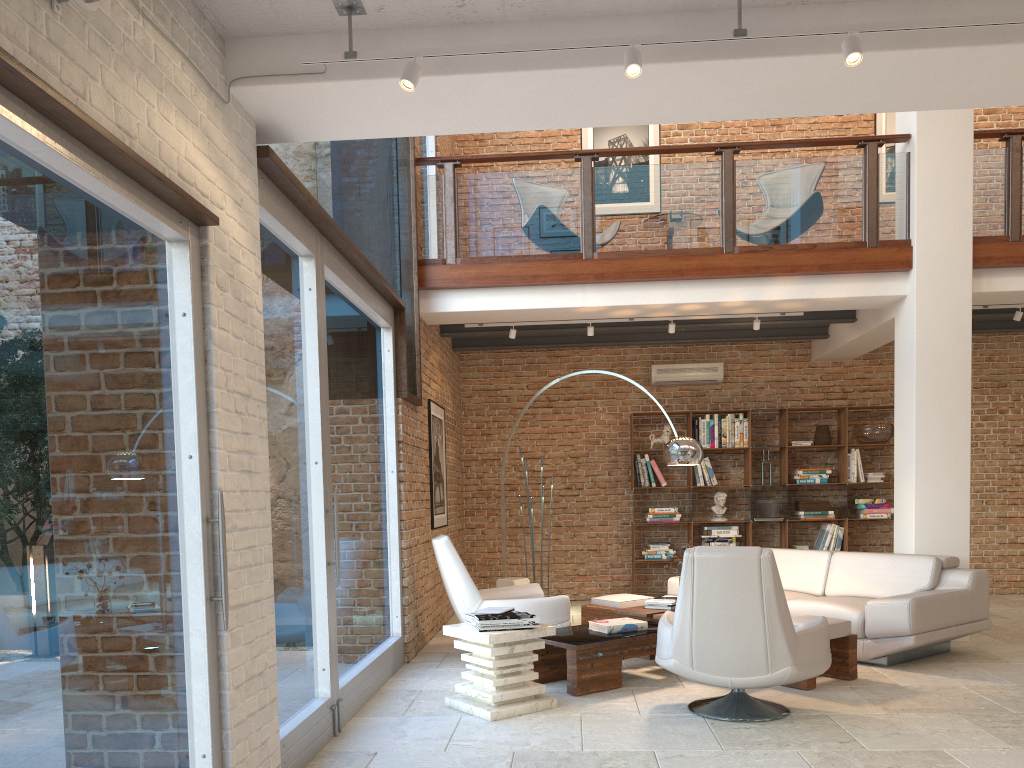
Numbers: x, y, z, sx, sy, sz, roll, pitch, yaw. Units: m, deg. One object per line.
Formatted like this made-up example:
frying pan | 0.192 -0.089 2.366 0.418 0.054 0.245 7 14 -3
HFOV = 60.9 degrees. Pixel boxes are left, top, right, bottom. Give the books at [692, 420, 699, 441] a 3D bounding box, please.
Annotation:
books | 2.104 0.585 10.011 0.055 0.329 0.254 -1 -1 4

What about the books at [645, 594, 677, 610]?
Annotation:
books | 1.228 1.713 6.860 0.251 0.074 0.401 -6 -8 36

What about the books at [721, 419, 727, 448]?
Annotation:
books | 2.404 0.572 9.966 0.055 0.329 0.254 -1 -1 4

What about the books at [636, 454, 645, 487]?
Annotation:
books | 1.478 1.004 10.076 0.091 0.384 0.243 -1 0 4

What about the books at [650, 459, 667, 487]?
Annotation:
books | 1.679 1.032 10.076 0.195 0.318 0.254 -1 -1 4

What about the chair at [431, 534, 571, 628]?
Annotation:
chair | -0.123 1.671 6.861 0.982 0.997 1.030 -1 -2 -12

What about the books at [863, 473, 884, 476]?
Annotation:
books | 4.097 1.026 9.886 0.132 0.033 0.207 -1 -7 -6

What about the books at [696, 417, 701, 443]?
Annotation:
books | 2.142 0.569 10.007 0.021 0.359 0.272 -1 0 4

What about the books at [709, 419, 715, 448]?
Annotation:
books | 2.275 0.579 10.000 0.055 0.329 0.254 -1 -1 4

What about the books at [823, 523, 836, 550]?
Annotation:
books | 3.586 1.778 9.968 0.161 0.373 0.243 -1 0 4

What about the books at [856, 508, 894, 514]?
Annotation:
books | 4.128 1.445 9.922 0.326 0.055 0.256 -1 -7 -1

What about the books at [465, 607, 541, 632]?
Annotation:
books | -0.078 1.437 5.358 0.389 0.079 0.572 0 -7 -12

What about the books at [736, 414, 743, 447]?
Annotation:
books | 2.602 0.540 9.966 0.036 0.383 0.243 -1 0 4

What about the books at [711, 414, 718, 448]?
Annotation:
books | 2.320 0.548 9.975 0.036 0.383 0.243 -1 0 4

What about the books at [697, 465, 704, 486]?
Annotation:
books | 2.138 0.985 10.014 0.103 0.383 0.243 -1 0 4

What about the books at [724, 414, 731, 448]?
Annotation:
books | 2.472 0.546 9.988 0.036 0.383 0.243 -1 0 4

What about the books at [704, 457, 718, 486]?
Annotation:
books | 2.261 1.007 10.012 0.158 0.329 0.254 -1 -1 4

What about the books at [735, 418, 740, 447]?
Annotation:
books | 2.555 0.569 9.965 0.055 0.329 0.254 -1 -1 4

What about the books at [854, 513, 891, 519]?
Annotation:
books | 4.104 1.502 9.927 0.327 0.055 0.256 -2 -7 6

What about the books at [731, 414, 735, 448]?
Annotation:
books | 2.508 0.543 9.972 0.036 0.383 0.243 -1 0 4

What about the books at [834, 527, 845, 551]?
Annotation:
books | 3.705 1.794 9.966 0.116 0.333 0.254 -1 0 4

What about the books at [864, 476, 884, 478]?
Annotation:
books | 4.106 1.052 9.891 0.171 0.019 0.238 -2 -7 7

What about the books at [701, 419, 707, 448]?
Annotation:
books | 2.180 0.580 9.988 0.055 0.329 0.254 -1 -1 4

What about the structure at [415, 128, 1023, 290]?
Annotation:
structure | 3.801 -0.457 3.168 10.156 4.125 13.931 -2 -6 4

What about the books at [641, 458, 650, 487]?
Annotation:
books | 1.532 1.031 10.093 0.102 0.334 0.254 -1 0 4

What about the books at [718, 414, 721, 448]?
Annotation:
books | 2.357 0.548 9.983 0.036 0.383 0.243 -1 0 4

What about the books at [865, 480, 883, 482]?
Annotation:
books | 4.108 1.106 9.904 0.171 0.019 0.237 -3 -7 12

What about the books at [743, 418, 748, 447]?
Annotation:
books | 2.653 0.568 9.981 0.055 0.329 0.254 -1 -1 4

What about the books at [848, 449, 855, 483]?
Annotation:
books | 3.836 0.931 9.900 0.036 0.383 0.243 -1 0 4

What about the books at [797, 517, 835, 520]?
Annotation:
books | 3.473 1.537 9.972 0.356 0.020 0.274 -2 -7 2

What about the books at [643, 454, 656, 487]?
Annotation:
books | 1.584 1.001 10.057 0.121 0.381 0.243 -1 0 4

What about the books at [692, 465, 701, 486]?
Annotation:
books | 2.101 0.988 10.040 0.101 0.383 0.243 -1 0 4

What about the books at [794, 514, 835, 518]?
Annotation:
books | 3.459 1.510 9.986 0.379 0.036 0.246 -1 -7 -1

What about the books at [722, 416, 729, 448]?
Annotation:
books | 2.443 0.559 9.977 0.021 0.359 0.272 -1 0 4

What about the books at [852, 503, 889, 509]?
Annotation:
books | 4.082 1.392 9.932 0.326 0.055 0.256 -2 -7 4

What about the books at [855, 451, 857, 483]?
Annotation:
books | 3.865 0.945 9.908 0.021 0.359 0.272 -1 0 4

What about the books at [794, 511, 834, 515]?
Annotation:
books | 3.442 1.470 9.950 0.380 0.036 0.245 -2 -7 2

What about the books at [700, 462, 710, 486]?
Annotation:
books | 2.192 1.001 10.021 0.125 0.348 0.272 -1 -1 4

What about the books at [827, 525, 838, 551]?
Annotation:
books | 3.640 1.787 9.975 0.098 0.354 0.272 -1 0 4

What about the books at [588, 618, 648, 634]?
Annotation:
books | 0.732 1.671 6.031 0.326 0.056 0.256 2 -7 -26

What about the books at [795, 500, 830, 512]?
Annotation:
books | 3.430 1.393 9.955 0.335 0.118 0.214 -2 -5 4

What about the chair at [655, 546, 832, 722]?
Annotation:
chair | 1.283 1.405 4.996 1.029 1.015 0.972 -2 -2 20

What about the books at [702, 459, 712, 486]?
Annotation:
books | 2.214 1.002 10.029 0.125 0.348 0.272 -1 -1 4

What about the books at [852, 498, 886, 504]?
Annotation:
books | 4.064 1.336 9.930 0.327 0.055 0.256 -3 -7 14

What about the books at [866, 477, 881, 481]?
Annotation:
books | 4.099 1.078 9.889 0.132 0.033 0.207 -3 -7 14

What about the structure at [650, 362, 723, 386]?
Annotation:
structure | 2.016 -0.112 10.078 0.813 0.219 0.200 -2 -1 4

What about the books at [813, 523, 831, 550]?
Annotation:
books | 3.546 1.784 9.995 0.163 0.372 0.243 -1 0 4

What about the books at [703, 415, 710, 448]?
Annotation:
books | 2.226 0.551 9.987 0.036 0.383 0.243 -1 0 4

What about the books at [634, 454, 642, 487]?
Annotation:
books | 1.441 1.005 10.071 0.091 0.384 0.243 -1 0 4

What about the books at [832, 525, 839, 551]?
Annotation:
books | 3.662 1.789 9.983 0.098 0.354 0.272 -1 0 4
